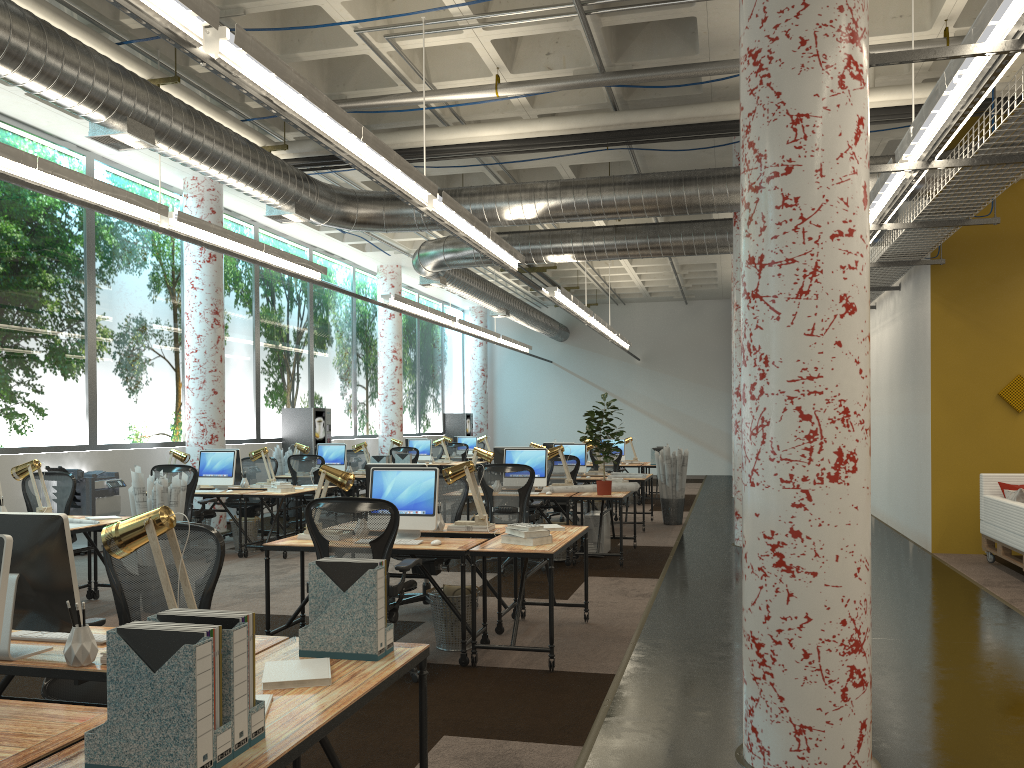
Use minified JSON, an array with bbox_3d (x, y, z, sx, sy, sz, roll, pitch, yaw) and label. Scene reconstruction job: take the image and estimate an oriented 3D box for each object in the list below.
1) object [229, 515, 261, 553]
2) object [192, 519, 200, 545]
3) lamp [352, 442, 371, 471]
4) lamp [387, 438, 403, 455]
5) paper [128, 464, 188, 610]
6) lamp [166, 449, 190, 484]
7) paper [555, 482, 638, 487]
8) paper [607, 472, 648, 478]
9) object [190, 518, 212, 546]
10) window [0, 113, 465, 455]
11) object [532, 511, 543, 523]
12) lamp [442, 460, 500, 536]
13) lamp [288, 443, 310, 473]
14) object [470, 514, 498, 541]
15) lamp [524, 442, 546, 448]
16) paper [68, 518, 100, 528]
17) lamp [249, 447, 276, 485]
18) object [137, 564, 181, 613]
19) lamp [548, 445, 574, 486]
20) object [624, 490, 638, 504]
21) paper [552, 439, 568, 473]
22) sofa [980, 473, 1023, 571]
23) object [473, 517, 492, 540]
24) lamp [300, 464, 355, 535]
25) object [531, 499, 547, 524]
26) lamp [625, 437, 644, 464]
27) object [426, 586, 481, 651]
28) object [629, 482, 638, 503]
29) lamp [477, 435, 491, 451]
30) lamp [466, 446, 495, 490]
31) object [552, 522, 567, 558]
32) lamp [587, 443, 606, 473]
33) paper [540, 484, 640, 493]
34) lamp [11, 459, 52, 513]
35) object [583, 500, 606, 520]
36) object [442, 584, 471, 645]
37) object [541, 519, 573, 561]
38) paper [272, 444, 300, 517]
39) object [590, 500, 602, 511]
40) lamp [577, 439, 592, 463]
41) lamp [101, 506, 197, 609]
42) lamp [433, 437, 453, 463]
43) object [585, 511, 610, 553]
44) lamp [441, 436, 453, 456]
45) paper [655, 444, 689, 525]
[{"bbox_3d":[-3.177,1.779,10.538,0.359,0.435,0.353,-1,-1,10],"label":"object"},{"bbox_3d":[-3.985,1.824,11.116,0.235,0.403,0.119,-1,0,14],"label":"object"},{"bbox_3d":[-2.304,1.224,14.095,0.528,0.611,0.219,-1,0,33],"label":"lamp"},{"bbox_3d":[-2.404,1.380,17.562,0.528,0.611,0.219,-1,0,33],"label":"lamp"},{"bbox_3d":[-2.898,1.245,7.236,0.440,1.198,0.412,0,0,-8],"label":"paper"},{"bbox_3d":[-4.100,1.083,10.657,0.528,0.611,0.219,-1,0,33],"label":"lamp"},{"bbox_3d":[0.887,1.142,9.780,1.134,0.082,0.083,1,-1,-22],"label":"paper"},{"bbox_3d":[1.659,1.307,12.681,0.568,0.061,0.626,-1,-3,11],"label":"paper"},{"bbox_3d":[-3.961,1.814,11.191,0.359,0.435,0.353,-1,-1,10],"label":"object"},{"bbox_3d":[-4.588,-0.914,14.074,0.050,3.761,26.218,0,-2,14],"label":"window"},{"bbox_3d":[0.360,1.888,13.274,0.235,0.403,0.119,-1,0,14],"label":"object"},{"bbox_3d":[-0.264,0.865,6.471,0.528,0.611,0.219,-1,0,33],"label":"lamp"},{"bbox_3d":[-3.352,1.214,13.695,0.528,0.611,0.209,-1,0,33],"label":"lamp"},{"bbox_3d":[-0.299,1.724,10.290,0.359,0.435,0.353,-1,-1,10],"label":"object"},{"bbox_3d":[0.248,1.147,12.819,0.528,0.611,0.209,-1,0,33],"label":"lamp"},{"bbox_3d":[-3.589,1.084,6.849,0.568,0.061,0.626,-1,-3,11],"label":"paper"},{"bbox_3d":[-3.052,1.092,11.057,0.528,0.611,0.209,-1,0,33],"label":"lamp"},{"bbox_3d":[-2.872,1.658,7.247,0.353,0.398,0.353,0,-1,-31],"label":"object"},{"bbox_3d":[0.611,1.002,10.155,0.528,0.611,0.209,-1,0,33],"label":"lamp"},{"bbox_3d":[2.213,2.008,16.537,0.359,0.435,0.353,-1,-1,10],"label":"object"},{"bbox_3d":[0.934,1.678,17.505,0.440,1.198,0.412,0,0,-8],"label":"paper"},{"bbox_3d":[5.561,1.326,7.710,2.018,0.931,2.857,-1,-2,14],"label":"sofa"},{"bbox_3d":[-0.322,1.734,10.215,0.235,0.403,0.119,-1,0,14],"label":"object"},{"bbox_3d":[-1.314,0.855,6.068,0.528,0.611,0.219,-1,0,33],"label":"lamp"},{"bbox_3d":[0.384,1.878,13.349,0.359,0.435,0.353,-1,-1,10],"label":"object"},{"bbox_3d":[2.341,1.322,17.059,0.528,0.611,0.219,-1,0,33],"label":"lamp"},{"bbox_3d":[-0.391,1.551,5.949,0.359,0.435,0.353,-1,-1,10],"label":"object"},{"bbox_3d":[2.237,2.024,16.612,0.235,0.403,0.119,-1,0,14],"label":"object"},{"bbox_3d":[-0.578,1.527,21.120,0.528,0.611,0.219,-1,0,33],"label":"lamp"},{"bbox_3d":[-0.437,0.992,9.756,0.528,0.611,0.219,-1,0,33],"label":"lamp"},{"bbox_3d":[0.509,1.705,9.712,0.235,0.403,0.119,-1,0,14],"label":"object"},{"bbox_3d":[1.293,1.156,13.214,0.528,0.611,0.209,-1,0,33],"label":"lamp"},{"bbox_3d":[0.846,1.135,9.618,1.134,0.082,0.083,0,-1,-12],"label":"paper"},{"bbox_3d":[-3.955,0.934,7.381,0.528,0.611,0.209,-1,0,33],"label":"lamp"},{"bbox_3d":[1.168,1.843,12.696,0.359,0.435,0.353,-1,-1,10],"label":"object"},{"bbox_3d":[-0.368,1.568,6.024,0.235,0.403,0.119,-1,0,14],"label":"object"},{"bbox_3d":[0.485,1.688,9.637,0.359,0.435,0.353,-1,-1,10],"label":"object"},{"bbox_3d":[-3.711,1.580,14.541,0.440,1.198,0.412,0,0,-8],"label":"paper"},{"bbox_3d":[1.192,1.859,12.771,0.235,0.403,0.119,-1,0,14],"label":"object"},{"bbox_3d":[1.290,1.311,16.656,0.528,0.611,0.219,-1,0,33],"label":"lamp"},{"bbox_3d":[-1.129,0.712,2.934,0.528,0.611,0.219,-1,0,33],"label":"lamp"},{"bbox_3d":[-1.353,1.391,17.966,0.528,0.611,0.219,-1,0,33],"label":"lamp"},{"bbox_3d":[0.980,1.699,10.116,0.221,0.455,0.541,0,-1,14],"label":"object"},{"bbox_3d":[-1.629,1.516,20.716,0.528,0.611,0.219,-1,0,33],"label":"lamp"},{"bbox_3d":[2.350,1.468,13.068,0.440,1.198,0.412,0,0,-8],"label":"paper"}]
